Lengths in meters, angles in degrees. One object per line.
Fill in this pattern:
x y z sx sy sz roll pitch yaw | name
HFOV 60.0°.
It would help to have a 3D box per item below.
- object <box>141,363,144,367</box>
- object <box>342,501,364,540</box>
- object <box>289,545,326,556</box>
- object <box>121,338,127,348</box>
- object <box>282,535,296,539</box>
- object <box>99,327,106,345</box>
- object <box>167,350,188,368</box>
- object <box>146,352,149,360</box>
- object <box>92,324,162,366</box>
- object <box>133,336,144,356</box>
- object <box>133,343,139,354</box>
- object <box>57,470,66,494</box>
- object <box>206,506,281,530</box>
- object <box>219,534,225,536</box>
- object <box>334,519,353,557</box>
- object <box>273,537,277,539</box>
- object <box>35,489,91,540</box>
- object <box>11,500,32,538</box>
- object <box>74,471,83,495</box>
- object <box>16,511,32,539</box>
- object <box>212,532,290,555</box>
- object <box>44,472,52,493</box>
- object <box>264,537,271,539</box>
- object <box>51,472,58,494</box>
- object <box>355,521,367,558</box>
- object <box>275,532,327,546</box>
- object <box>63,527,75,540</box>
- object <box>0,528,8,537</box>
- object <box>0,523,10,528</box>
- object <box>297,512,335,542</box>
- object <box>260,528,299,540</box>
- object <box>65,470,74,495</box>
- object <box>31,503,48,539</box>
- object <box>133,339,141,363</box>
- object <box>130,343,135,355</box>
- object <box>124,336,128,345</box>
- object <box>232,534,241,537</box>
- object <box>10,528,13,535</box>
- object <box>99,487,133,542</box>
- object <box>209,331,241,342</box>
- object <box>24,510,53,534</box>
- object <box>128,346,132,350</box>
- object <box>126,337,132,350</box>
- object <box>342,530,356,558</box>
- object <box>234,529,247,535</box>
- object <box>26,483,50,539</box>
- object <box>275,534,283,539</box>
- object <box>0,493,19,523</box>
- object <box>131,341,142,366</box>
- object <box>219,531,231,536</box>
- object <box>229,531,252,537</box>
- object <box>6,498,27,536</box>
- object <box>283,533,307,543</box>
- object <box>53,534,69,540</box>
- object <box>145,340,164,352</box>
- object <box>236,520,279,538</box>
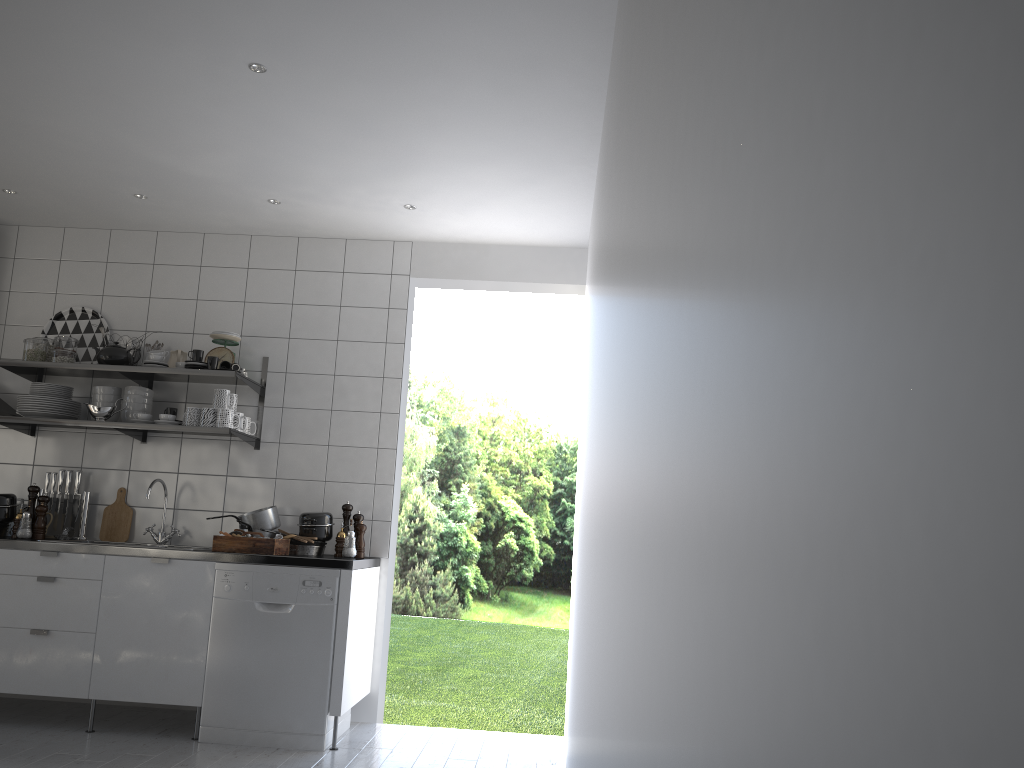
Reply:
-1.893 -0.081 4.623 0.079 0.047 0.083 7 -10 -22 | object
-0.829 0.750 4.580 0.123 0.281 0.061 2 -8 8 | object
-1.121 0.829 4.485 0.352 0.060 0.233 7 -10 -18 | object
-2.116 -0.150 4.811 0.028 0.219 0.101 7 -9 -25 | object
-1.182 0.774 4.312 0.271 0.094 0.051 2 -8 8 | object
-2.165 -0.181 4.726 0.113 0.248 0.021 2 -8 8 | object
-1.780 -0.108 4.731 0.127 0.151 0.116 -2 -10 29 | object
-1.925 -0.102 4.748 0.084 0.129 0.084 6 -9 -18 | object
-2.087 -0.183 4.769 0.378 0.277 0.199 6 -9 -14 | object
-2.044 -0.154 4.788 0.086 0.225 0.027 5 -8 -14 | object
-2.048 -0.139 4.742 0.090 0.180 0.023 7 -9 -24 | object
-2.414 0.524 4.745 0.033 0.131 0.022 2 -8 7 | object
-1.371 0.696 4.531 0.371 0.168 0.203 7 -10 -20 | object
-1.365 0.734 4.193 0.049 0.048 0.048 1 -9 14 | object
-0.854 0.779 4.493 0.080 0.191 0.058 5 -8 -8 | object
-1.133 0.760 4.209 0.040 0.063 0.069 10 -11 -38 | object
-2.404 0.697 4.721 0.322 0.259 0.067 3 -8 3 | object
-2.460 0.678 4.453 0.080 0.191 0.058 5 -8 -8 | object
-2.315 0.529 4.740 0.046 0.131 0.022 2 -8 7 | object
-2.417 0.700 4.400 0.069 0.134 0.069 6 -9 -17 | object
-1.246 0.760 4.249 0.301 0.100 0.212 2 -10 5 | object
-2.489 0.529 4.749 0.027 0.114 0.019 4 -8 -2 | object
-1.150 0.751 4.173 0.069 0.062 0.042 -3 -10 33 | object
-2.454 0.531 4.747 0.027 0.114 0.019 4 -8 -2 | object
-0.773 0.791 4.508 0.058 0.183 0.059 -2 -9 31 | object
-1.099 0.792 4.467 0.243 0.081 0.349 -6 -14 44 | object
-2.328 0.785 4.663 0.069 0.068 0.029 2 -8 8 | object
-2.726 0.728 4.445 0.352 0.060 0.233 7 -10 -18 | object
-2.705 0.691 4.427 0.243 0.081 0.349 -6 -14 44 | object
-1.003 0.730 4.531 0.191 0.158 0.198 10 -11 -35 | object
-1.085 0.779 4.468 0.246 0.080 0.358 1 -10 11 | object
-2.372 0.526 4.743 0.033 0.131 0.022 2 -8 7 | object
-2.379 0.690 4.468 0.058 0.183 0.059 -2 -9 31 | object
-2.049 -0.146 4.808 0.020 0.216 0.069 -1 -9 28 | object
-2.063 -0.136 4.773 0.023 0.186 0.082 2 -8 12 | object
-2.122 -0.154 4.831 0.029 0.231 0.063 5 -8 -9 | object
-1.249 0.756 4.201 0.220 0.084 0.030 -2 -10 28 | object
-2.591 0.767 4.643 0.066 0.067 0.053 10 -11 -36 | object
-2.110 0.699 4.744 0.157 0.292 0.047 3 -8 3 | object
-1.535 -0.248 4.743 0.163 0.046 0.164 11 -12 -37 | object
-2.483 0.731 4.623 0.127 0.144 0.116 -4 -12 41 | object
-2.106 -0.131 4.790 0.023 0.174 0.098 1 -9 15 | object
-2.090 -0.151 4.823 0.025 0.226 0.086 7 -9 -27 | object
-0.812 0.801 4.441 0.069 0.134 0.069 6 -9 -17 | object
-1.233 0.770 4.339 0.266 0.106 0.048 3 -8 0 | object
-2.435 0.649 4.539 0.123 0.281 0.061 2 -8 8 | object
-1.128 0.750 4.266 0.050 0.058 0.053 4 -9 -3 | object
-2.609 0.630 4.491 0.191 0.158 0.198 10 -11 -35 | object
-2.035 -0.138 4.764 0.063 0.189 0.023 6 -8 -15 | object
-1.314 0.750 4.207 0.217 0.093 0.030 -2 -10 28 | object
-1.328 0.764 4.308 0.118 0.098 0.085 4 -9 -3 | object
-2.656 0.711 4.732 0.101 0.200 0.081 0 -9 23 | object
-1.094 0.761 4.405 0.064 0.044 0.336 9 -11 -30 | object
-2.338 0.792 4.595 0.072 0.031 0.070 3 -10 3 | object
-1.929 -0.142 4.766 0.104 0.202 0.078 3 -8 1 | object
-1.284 0.771 4.477 0.200 0.153 0.349 5 -10 -12 | object
